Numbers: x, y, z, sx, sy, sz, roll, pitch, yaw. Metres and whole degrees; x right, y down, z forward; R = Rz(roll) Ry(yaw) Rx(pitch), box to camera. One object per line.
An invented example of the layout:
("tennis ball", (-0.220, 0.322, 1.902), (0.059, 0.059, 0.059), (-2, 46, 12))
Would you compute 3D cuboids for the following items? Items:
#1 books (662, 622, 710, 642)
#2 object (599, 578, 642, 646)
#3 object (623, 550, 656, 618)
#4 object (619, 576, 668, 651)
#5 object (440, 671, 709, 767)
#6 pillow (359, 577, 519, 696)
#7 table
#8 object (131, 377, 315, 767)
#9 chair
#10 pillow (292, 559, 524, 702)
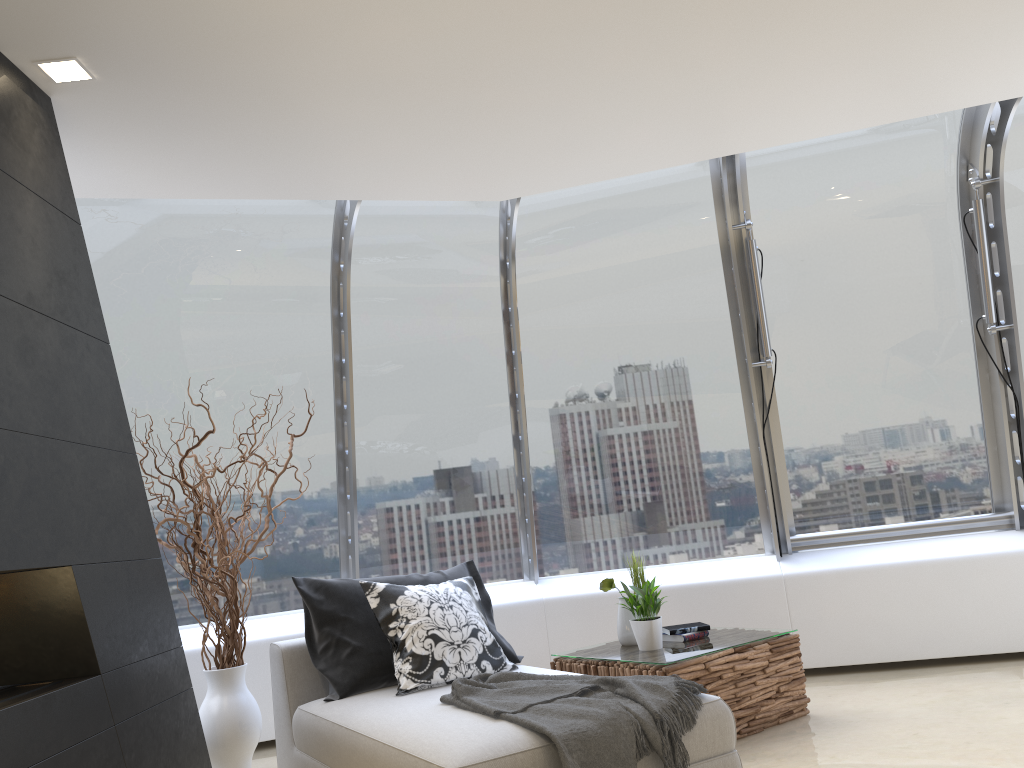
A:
("books", (0.927, 1.331, 4.749), (0.265, 0.063, 0.246), (-5, -9, -13))
("object", (0.580, 1.216, 4.748), (0.297, 0.370, 0.152), (3, -13, -45))
("object", (0.711, 1.162, 4.951), (0.153, 0.511, 0.150), (-1, -11, -32))
("object", (0.684, 1.176, 4.561), (0.284, 0.369, 0.215), (-13, -11, 32))
("object", (0.268, 1.267, 3.358), (0.825, 0.359, 1.024), (-1, -11, -31))
("pillow", (-0.338, 1.151, 4.179), (0.683, 0.528, 0.431), (0, -11, -36))
("table", (0.869, 1.572, 4.630), (1.007, 0.436, 0.923), (0, -11, -35))
("object", (-1.765, 1.040, 4.610), (1.370, 2.059, 1.508), (-7, -9, 1))
("chair", (-0.180, 1.424, 3.817), (1.176, 0.690, 2.068), (-1, -11, -30))
("pillow", (-0.512, 1.193, 4.424), (1.070, 0.597, 0.510), (-1, -11, -30))
